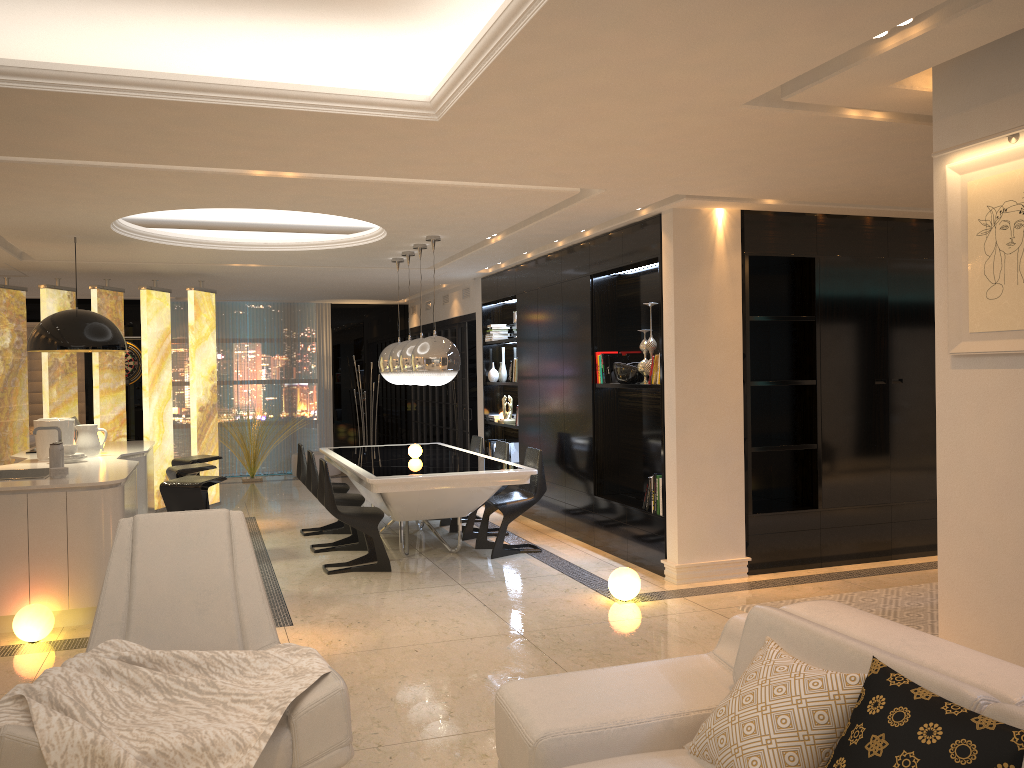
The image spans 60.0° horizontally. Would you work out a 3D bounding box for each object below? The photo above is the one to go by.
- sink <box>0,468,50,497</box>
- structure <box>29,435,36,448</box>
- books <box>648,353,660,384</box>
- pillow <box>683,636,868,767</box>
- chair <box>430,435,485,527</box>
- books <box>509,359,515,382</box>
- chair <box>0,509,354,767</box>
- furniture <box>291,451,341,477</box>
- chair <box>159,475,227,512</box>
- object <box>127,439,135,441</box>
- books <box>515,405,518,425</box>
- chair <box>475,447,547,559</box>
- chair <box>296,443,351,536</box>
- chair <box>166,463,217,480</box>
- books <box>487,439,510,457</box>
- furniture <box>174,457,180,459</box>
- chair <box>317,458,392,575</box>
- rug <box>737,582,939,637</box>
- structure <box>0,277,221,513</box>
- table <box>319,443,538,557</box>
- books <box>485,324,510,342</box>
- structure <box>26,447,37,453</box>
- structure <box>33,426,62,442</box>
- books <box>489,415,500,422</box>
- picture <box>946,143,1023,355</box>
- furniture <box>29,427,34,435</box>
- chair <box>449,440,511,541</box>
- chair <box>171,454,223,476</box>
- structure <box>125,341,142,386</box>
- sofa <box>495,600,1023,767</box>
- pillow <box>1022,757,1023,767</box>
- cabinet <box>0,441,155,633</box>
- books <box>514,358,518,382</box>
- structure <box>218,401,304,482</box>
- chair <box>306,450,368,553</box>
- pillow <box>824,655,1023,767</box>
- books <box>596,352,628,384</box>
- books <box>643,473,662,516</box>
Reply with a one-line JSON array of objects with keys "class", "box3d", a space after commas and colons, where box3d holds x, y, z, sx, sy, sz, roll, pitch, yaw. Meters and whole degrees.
[{"class": "sink", "box3d": [-3.264, 0.668, 5.808, 0.485, 0.152, 0.738, -1, 1, -19]}, {"class": "structure", "box3d": [-7.012, 1.079, 10.403, 2.912, 0.812, 1.659, -1, 1, -19]}, {"class": "books", "box3d": [1.143, -0.116, 6.570, 0.189, 0.238, 0.290, -1, 1, -20]}, {"class": "pillow", "box3d": [0.705, 0.909, 2.420, 0.351, 0.329, 0.521, -1, 1, -19]}, {"class": "chair", "box3d": [-0.558, 0.965, 8.994, 0.496, 0.858, 0.523, -1, 1, -19]}, {"class": "books", "box3d": [0.078, -0.149, 9.693, 0.207, 0.256, 0.245, -1, 1, -20]}, {"class": "chair", "box3d": [-1.124, 0.985, 3.034, 1.027, 0.991, 0.983, -1, 1, -20]}, {"class": "furniture", "box3d": [-2.939, 1.199, 13.343, 0.735, 0.357, 0.735, 0, 1, 43]}, {"class": "chair", "box3d": [-2.261, 1.064, 6.299, 0.380, 0.789, 0.380, -1, 1, 14]}, {"class": "object", "box3d": [-5.512, 0.932, 12.556, 0.330, 0.297, 0.032, -1, 1, -19]}, {"class": "books", "box3d": [0.149, 0.326, 9.512, 0.182, 0.232, 0.284, -1, 1, -16]}, {"class": "chair", "box3d": [-0.017, 0.976, 7.429, 0.496, 0.858, 0.523, -1, 1, -19]}, {"class": "chair", "box3d": [-1.790, 0.993, 8.502, 0.496, 0.858, 0.523, -1, 1, -19]}, {"class": "chair", "box3d": [-2.627, 1.058, 7.234, 0.380, 0.789, 0.380, -2, 1, -36]}, {"class": "books", "box3d": [-0.157, 0.791, 10.391, 0.210, 0.270, 0.236, -1, 1, -19]}, {"class": "furniture", "box3d": [-4.740, 1.237, 12.818, 0.735, 0.357, 0.735, -1, 1, -17]}, {"class": "chair", "box3d": [-1.230, 1.004, 6.880, 0.496, 0.858, 0.523, -1, 1, -19]}, {"class": "rug", "box3d": [4.016, 1.350, 5.675, 5.025, 0.015, 1.526, -1, 1, -19]}, {"class": "structure", "box3d": [-4.227, 0.177, 9.327, 2.180, 2.555, 0.448, -1, 1, -19]}, {"class": "table", "box3d": [-0.885, 1.033, 7.923, 1.293, 0.759, 3.031, -1, 1, -19]}, {"class": "books", "box3d": [-0.167, -0.592, 10.315, 0.259, 0.188, 0.302, -1, 1, -12]}, {"class": "structure", "box3d": [-4.017, 0.569, 7.977, 0.502, 0.026, 0.811, -1, 1, -19]}, {"class": "structure", "box3d": [-3.061, 0.437, 5.848, 0.177, 0.310, 0.089, -1, 1, -19]}, {"class": "books", "box3d": [-0.139, 0.398, 10.323, 0.209, 0.073, 0.266, -1, 1, -16]}, {"class": "picture", "box3d": [1.782, -0.474, 3.126, 0.027, 0.729, 0.610, -1, 1, -19]}, {"class": "furniture", "box3d": [-6.917, 1.047, 13.073, 1.312, 0.810, 1.107, -1, 1, -19]}, {"class": "chair", "box3d": [-0.295, 0.970, 8.232, 0.496, 0.858, 0.523, -1, 1, -19]}, {"class": "chair", "box3d": [-2.861, 1.052, 8.035, 0.380, 0.789, 0.380, 0, 1, 39]}, {"class": "structure", "box3d": [-5.681, -0.297, 12.884, 0.669, 0.669, 0.048, -1, 1, -19]}, {"class": "sofa", "box3d": [0.844, 1.084, 1.920, 1.145, 0.754, 2.328, -1, 1, -19]}, {"class": "pillow", "box3d": [1.054, 0.865, 1.572, 0.255, 0.399, 0.526, -1, 1, -19]}, {"class": "cabinet", "box3d": [-3.446, 1.028, 6.960, 1.046, 0.887, 3.752, -1, 1, -19]}, {"class": "books", "box3d": [0.146, -0.150, 9.496, 0.212, 0.261, 0.252, -1, 1, -19]}, {"class": "structure", "box3d": [-3.736, 0.829, 12.728, 1.282, 1.142, 1.275, -1, 1, 27]}, {"class": "chair", "box3d": [-1.513, 0.999, 7.700, 0.496, 0.858, 0.523, -1, 1, -19]}, {"class": "pillow", "box3d": [0.864, 0.877, 1.991, 0.323, 0.355, 0.524, -1, 1, -18]}, {"class": "books", "box3d": [0.842, -0.137, 7.441, 0.210, 0.270, 0.236, -1, 1, -19]}, {"class": "books", "box3d": [1.137, 0.805, 6.606, 0.222, 0.296, 0.345, -1, 1, -19]}]
